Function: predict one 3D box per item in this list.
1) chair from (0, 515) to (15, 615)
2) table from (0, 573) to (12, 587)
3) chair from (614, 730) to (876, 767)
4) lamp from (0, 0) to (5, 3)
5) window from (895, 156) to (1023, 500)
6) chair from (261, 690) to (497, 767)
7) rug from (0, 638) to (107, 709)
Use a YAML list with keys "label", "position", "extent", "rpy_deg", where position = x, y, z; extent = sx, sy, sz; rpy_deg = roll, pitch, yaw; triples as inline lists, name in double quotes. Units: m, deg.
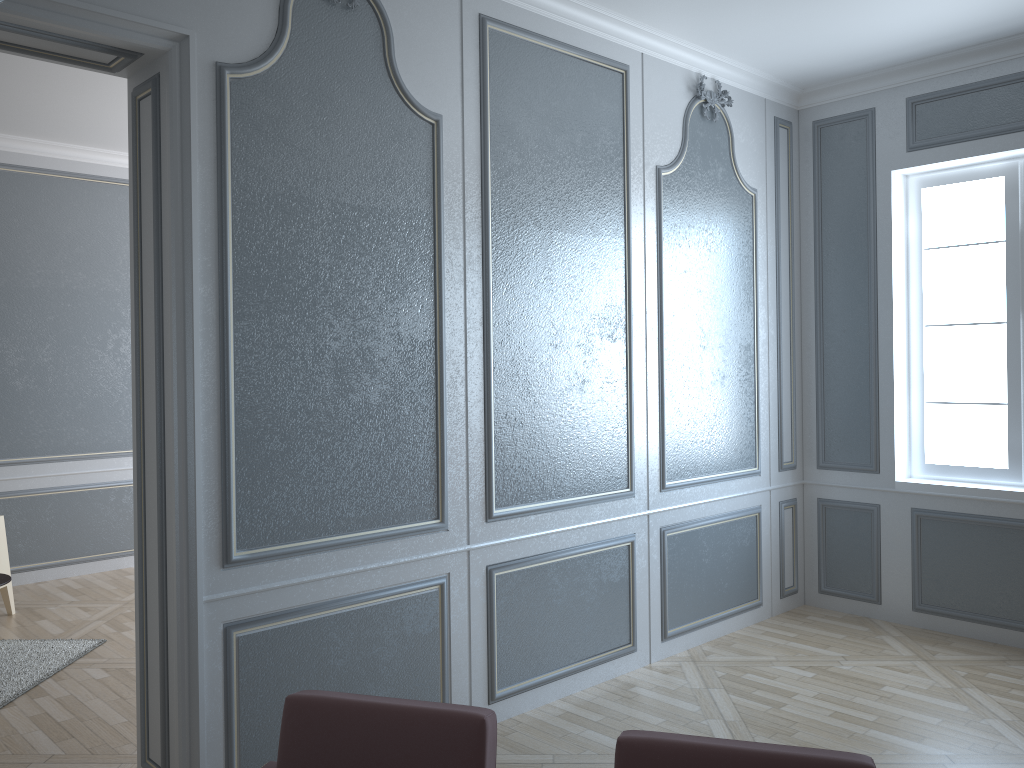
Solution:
- label: "chair"
  position: [-3.135, 0.948, 4.452]
  extent: [0.855, 0.620, 0.737]
  rpy_deg: [-1, 1, 2]
- label: "table"
  position: [-2.433, 1.068, 3.894]
  extent: [0.414, 0.385, 0.414]
  rpy_deg: [-1, 1, 4]
- label: "chair"
  position: [0.335, 0.956, 1.326]
  extent: [0.576, 0.620, 0.606]
  rpy_deg: [-1, 1, 17]
- label: "lamp"
  position: [-0.539, -0.883, 0.492]
  extent: [0.976, 1.119, 0.976]
  rpy_deg: [0, 1, 35]
- label: "window"
  position: [2.572, -0.269, 3.947]
  extent: [0.349, 1.581, 1.600]
  rpy_deg: [-1, 1, -43]
- label: "chair"
  position: [-0.327, 0.960, 1.557]
  extent: [0.576, 0.620, 0.606]
  rpy_deg: [-1, 1, 17]
- label: "rug"
  position: [-2.995, 1.274, 3.322]
  extent: [2.000, 0.010, 2.000]
  rpy_deg: [-1, 1, 2]
